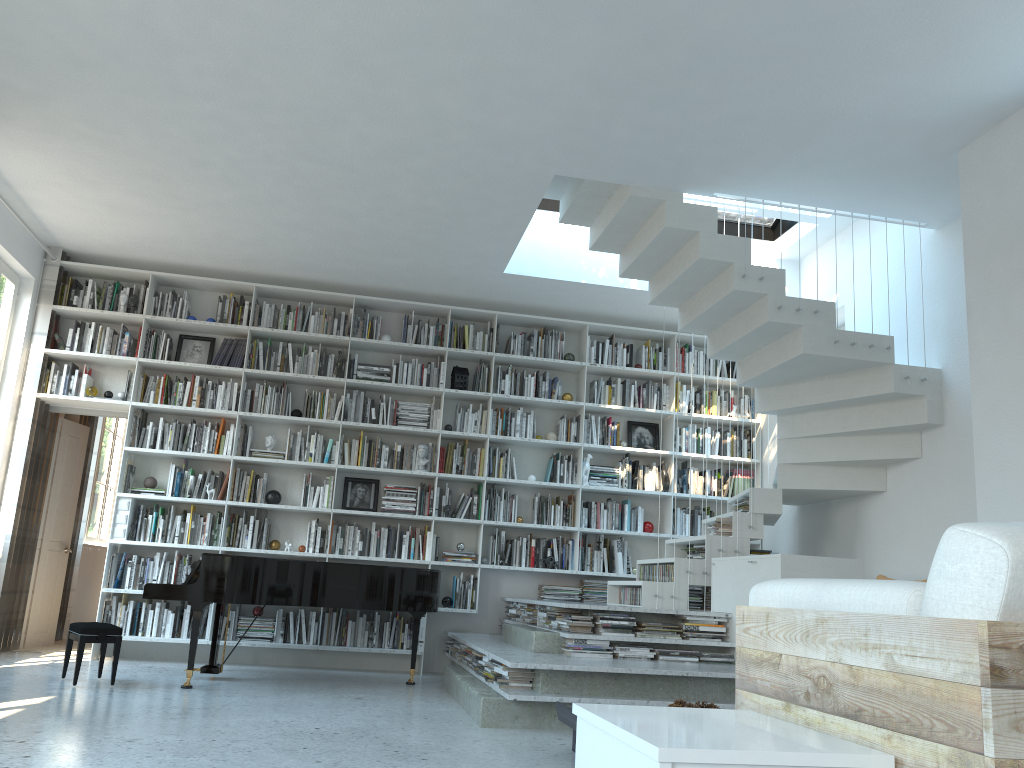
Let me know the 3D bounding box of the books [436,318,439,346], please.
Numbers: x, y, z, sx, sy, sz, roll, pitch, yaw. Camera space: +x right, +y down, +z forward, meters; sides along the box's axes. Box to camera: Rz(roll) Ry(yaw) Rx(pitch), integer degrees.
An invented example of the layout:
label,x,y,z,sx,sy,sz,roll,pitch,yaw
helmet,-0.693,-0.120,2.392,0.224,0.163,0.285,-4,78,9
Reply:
label,x,y,z,sx,sy,sz,roll,pitch,yaw
books,-0.678,-0.430,7.969,0.012,0.307,0.138,6,-13,-10

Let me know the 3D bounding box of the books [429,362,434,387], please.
label,x,y,z,sx,sy,sz,roll,pitch,yaw
books,-0.720,-0.053,7.879,0.029,0.261,0.133,6,-13,-10

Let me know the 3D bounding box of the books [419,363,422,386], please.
label,x,y,z,sx,sy,sz,roll,pitch,yaw
books,-0.823,-0.051,7.866,0.011,0.238,0.139,6,-13,-10

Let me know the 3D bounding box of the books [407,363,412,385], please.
label,x,y,z,sx,sy,sz,roll,pitch,yaw
books,-0.914,-0.054,7.834,0.028,0.218,0.184,6,-13,-10

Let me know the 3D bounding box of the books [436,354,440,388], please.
label,x,y,z,sx,sy,sz,roll,pitch,yaw
books,-0.668,-0.084,7.890,0.012,0.333,0.156,6,-13,-10

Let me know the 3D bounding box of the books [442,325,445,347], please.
label,x,y,z,sx,sy,sz,roll,pitch,yaw
books,-0.625,-0.392,7.965,0.014,0.238,0.153,6,-13,-10

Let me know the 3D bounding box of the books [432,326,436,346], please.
label,x,y,z,sx,sy,sz,roll,pitch,yaw
books,-0.715,-0.394,7.968,0.026,0.233,0.137,6,-13,-10

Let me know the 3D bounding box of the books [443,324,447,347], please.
label,x,y,z,sx,sy,sz,roll,pitch,yaw
books,-0.608,-0.398,7.976,0.022,0.256,0.137,6,-13,-10

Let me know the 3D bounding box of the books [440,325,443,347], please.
label,x,y,z,sx,sy,sz,roll,pitch,yaw
books,-0.640,-0.394,7.972,0.014,0.243,0.145,6,-13,-10

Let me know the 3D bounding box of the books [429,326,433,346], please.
label,x,y,z,sx,sy,sz,roll,pitch,yaw
books,-0.732,-0.391,7.918,0.023,0.201,0.193,6,-13,-10

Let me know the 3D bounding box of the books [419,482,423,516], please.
label,x,y,z,sx,sy,sz,roll,pitch,yaw
books,-0.794,1.004,7.662,0.011,0.298,0.130,6,-13,-10

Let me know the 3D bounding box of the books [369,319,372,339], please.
label,x,y,z,sx,sy,sz,roll,pitch,yaw
books,-1.259,-0.449,7.876,0.006,0.232,0.136,6,-13,-10

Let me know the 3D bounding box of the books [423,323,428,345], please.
label,x,y,z,sx,sy,sz,roll,pitch,yaw
books,-0.780,-0.408,7.934,0.023,0.236,0.154,6,-13,-10

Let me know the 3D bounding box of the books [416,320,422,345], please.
label,x,y,z,sx,sy,sz,roll,pitch,yaw
books,-0.839,-0.427,7.942,0.028,0.269,0.140,6,-13,-10

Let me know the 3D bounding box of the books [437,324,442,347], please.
label,x,y,z,sx,sy,sz,roll,pitch,yaw
books,-0.659,-0.398,7.958,0.028,0.243,0.161,6,-13,-10

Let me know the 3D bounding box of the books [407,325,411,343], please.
label,x,y,z,sx,sy,sz,roll,pitch,yaw
books,-0.928,-0.406,7.920,0.031,0.208,0.147,6,-13,-10

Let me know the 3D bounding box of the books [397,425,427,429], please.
label,x,y,z,sx,sy,sz,roll,pitch,yaw
books,-0.877,0.387,7.754,0.254,0.012,0.161,5,-13,-7

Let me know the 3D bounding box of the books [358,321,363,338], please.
label,x,y,z,sx,sy,sz,roll,pitch,yaw
books,-1.339,-0.445,7.833,0.026,0.194,0.167,6,-13,-10

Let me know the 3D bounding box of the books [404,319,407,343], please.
label,x,y,z,sx,sy,sz,roll,pitch,yaw
books,-0.956,-0.438,7.918,0.011,0.266,0.129,6,-13,-10

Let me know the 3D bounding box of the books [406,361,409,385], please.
label,x,y,z,sx,sy,sz,roll,pitch,yaw
books,-0.934,-0.066,7.842,0.012,0.244,0.131,6,-13,-10

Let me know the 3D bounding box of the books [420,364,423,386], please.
label,x,y,z,sx,sy,sz,roll,pitch,yaw
books,-0.810,-0.048,7.855,0.010,0.230,0.152,6,-13,-10

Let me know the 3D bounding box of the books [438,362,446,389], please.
label,x,y,z,sx,sy,sz,roll,pitch,yaw
books,-0.625,-0.048,7.824,0.037,0.236,0.273,6,-13,-10

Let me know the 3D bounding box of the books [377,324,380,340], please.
label,x,y,z,sx,sy,sz,roll,pitch,yaw
books,-1.191,-0.424,7.866,0.010,0.186,0.153,6,-13,-10

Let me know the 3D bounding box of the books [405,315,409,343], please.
label,x,y,z,sx,sy,sz,roll,pitch,yaw
books,-0.943,-0.453,7.914,0.011,0.295,0.157,6,-13,-10

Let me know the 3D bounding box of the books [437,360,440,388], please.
label,x,y,z,sx,sy,sz,roll,pitch,yaw
books,-0.662,-0.063,7.905,0.010,0.298,0.133,6,-13,-10

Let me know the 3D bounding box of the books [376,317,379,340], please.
label,x,y,z,sx,sy,sz,roll,pitch,yaw
books,-1.202,-0.453,7.881,0.013,0.249,0.148,6,-13,-10

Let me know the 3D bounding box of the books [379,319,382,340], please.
label,x,y,z,sx,sy,sz,roll,pitch,yaw
books,-1.174,-0.443,7.887,0.004,0.235,0.138,6,-13,-10

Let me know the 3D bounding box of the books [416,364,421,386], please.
label,x,y,z,sx,sy,sz,roll,pitch,yaw
books,-0.836,-0.050,7.838,0.023,0.222,0.191,6,-13,-10

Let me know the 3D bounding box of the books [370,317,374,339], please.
label,x,y,z,sx,sy,sz,roll,pitch,yaw
books,-1.246,-0.459,7.867,0.014,0.247,0.139,6,-13,-10

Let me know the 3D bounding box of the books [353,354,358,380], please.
label,x,y,z,sx,sy,sz,roll,pitch,yaw
books,-1.368,-0.119,7.743,0.021,0.248,0.192,6,-13,-10

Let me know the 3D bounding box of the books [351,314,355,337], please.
label,x,y,z,sx,sy,sz,roll,pitch,yaw
books,-1.406,-0.478,7.841,0.012,0.253,0.161,6,-13,-10

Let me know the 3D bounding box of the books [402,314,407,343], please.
label,x,y,z,sx,sy,sz,roll,pitch,yaw
books,-0.964,-0.455,7.903,0.014,0.291,0.176,6,-13,-10

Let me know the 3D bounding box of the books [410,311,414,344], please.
label,x,y,z,sx,sy,sz,roll,pitch,yaw
books,-0.900,-0.468,7.915,0.010,0.330,0.186,6,-13,-10

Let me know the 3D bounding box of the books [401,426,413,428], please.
label,x,y,z,sx,sy,sz,roll,pitch,yaw
books,-0.877,0.398,7.750,0.254,0.012,0.161,7,-14,-14

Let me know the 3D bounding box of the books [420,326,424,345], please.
label,x,y,z,sx,sy,sz,roll,pitch,yaw
books,-0.807,-0.395,7.921,0.033,0.202,0.166,6,-13,-10

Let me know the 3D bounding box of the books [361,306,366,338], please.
label,x,y,z,sx,sy,sz,roll,pitch,yaw
books,-1.318,-0.511,7.865,0.014,0.340,0.145,6,-13,-10

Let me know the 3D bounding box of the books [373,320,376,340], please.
label,x,y,z,sx,sy,sz,roll,pitch,yaw
books,-1.219,-0.444,7.858,0.016,0.218,0.144,6,-13,-10

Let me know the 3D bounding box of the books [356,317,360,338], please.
label,x,y,z,sx,sy,sz,roll,pitch,yaw
books,-1.365,-0.461,7.844,0.023,0.227,0.157,6,-13,-10

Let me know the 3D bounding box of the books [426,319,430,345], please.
label,x,y,z,sx,sy,sz,roll,pitch,yaw
books,-0.759,-0.426,7.927,0.010,0.269,0.180,6,-13,-10

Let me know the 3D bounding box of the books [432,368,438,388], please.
label,x,y,z,sx,sy,sz,roll,pitch,yaw
books,-0.691,-0.024,7.864,0.029,0.202,0.192,6,-13,-10

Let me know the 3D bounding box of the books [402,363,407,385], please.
label,x,y,z,sx,sy,sz,roll,pitch,yaw
books,-0.952,-0.057,7.824,0.027,0.216,0.190,6,-13,-10

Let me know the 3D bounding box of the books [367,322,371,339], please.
label,x,y,z,sx,sy,sz,roll,pitch,yaw
books,-1.271,-0.437,7.850,0.023,0.195,0.172,6,-13,-10

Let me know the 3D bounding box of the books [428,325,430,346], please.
label,x,y,z,sx,sy,sz,roll,pitch,yaw
books,-0.752,-0.396,7.933,0.012,0.216,0.180,6,-13,-10

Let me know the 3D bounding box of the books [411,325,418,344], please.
label,x,y,z,sx,sy,sz,roll,pitch,yaw
books,-0.875,-0.406,7.912,0.050,0.210,0.173,6,-13,-10

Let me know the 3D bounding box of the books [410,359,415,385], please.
label,x,y,z,sx,sy,sz,roll,pitch,yaw
books,-0.888,-0.073,7.863,0.029,0.273,0.141,6,-13,-10

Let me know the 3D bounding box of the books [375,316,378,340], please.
label,x,y,z,sx,sy,sz,roll,pitch,yaw
books,-1.207,-0.461,7.862,0.005,0.254,0.168,6,-13,-10

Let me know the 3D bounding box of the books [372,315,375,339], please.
label,x,y,z,sx,sy,sz,roll,pitch,yaw
books,-1.232,-0.467,7.864,0.013,0.264,0.147,6,-13,-10

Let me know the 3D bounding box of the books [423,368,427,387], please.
label,x,y,z,sx,sy,sz,roll,pitch,yaw
books,-0.779,-0.027,7.846,0.029,0.188,0.176,6,-13,-10

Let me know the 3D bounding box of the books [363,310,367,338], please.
label,x,y,z,sx,sy,sz,roll,pitch,yaw
books,-1.306,-0.489,7.857,0.010,0.295,0.153,6,-13,-10

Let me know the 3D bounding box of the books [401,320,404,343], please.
label,x,y,z,sx,sy,sz,roll,pitch,yaw
books,-0.981,-0.430,7.912,0.012,0.245,0.151,6,-13,-10

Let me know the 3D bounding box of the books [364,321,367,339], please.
label,x,y,z,sx,sy,sz,roll,pitch,yaw
books,-1.301,-0.442,7.860,0.011,0.205,0.146,6,-13,-10

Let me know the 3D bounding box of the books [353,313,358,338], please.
label,x,y,z,sx,sy,sz,roll,pitch,yaw
books,-1.384,-0.479,7.825,0.026,0.252,0.186,6,-13,-10

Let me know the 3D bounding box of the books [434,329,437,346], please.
label,x,y,z,sx,sy,sz,roll,pitch,yaw
books,-0.695,-0.379,7.962,0.014,0.204,0.135,6,-13,-10

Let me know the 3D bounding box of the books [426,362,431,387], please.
label,x,y,z,sx,sy,sz,roll,pitch,yaw
books,-0.747,-0.053,7.857,0.032,0.247,0.173,6,-13,-10

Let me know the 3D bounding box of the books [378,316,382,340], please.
label,x,y,z,sx,sy,sz,roll,pitch,yaw
books,-1.177,-0.458,7.869,0.011,0.255,0.144,6,-13,-10

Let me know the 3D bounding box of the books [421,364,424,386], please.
label,x,y,z,sx,sy,sz,roll,pitch,yaw
books,-0.798,-0.048,7.851,0.012,0.230,0.158,6,-13,-10

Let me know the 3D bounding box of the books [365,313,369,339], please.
label,x,y,z,sx,sy,sz,roll,pitch,yaw
books,-1.283,-0.475,7.843,0.011,0.264,0.164,6,-13,-10

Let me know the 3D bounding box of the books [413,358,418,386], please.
label,x,y,z,sx,sy,sz,roll,pitch,yaw
books,-0.858,-0.073,7.848,0.023,0.269,0.185,6,-13,-10
